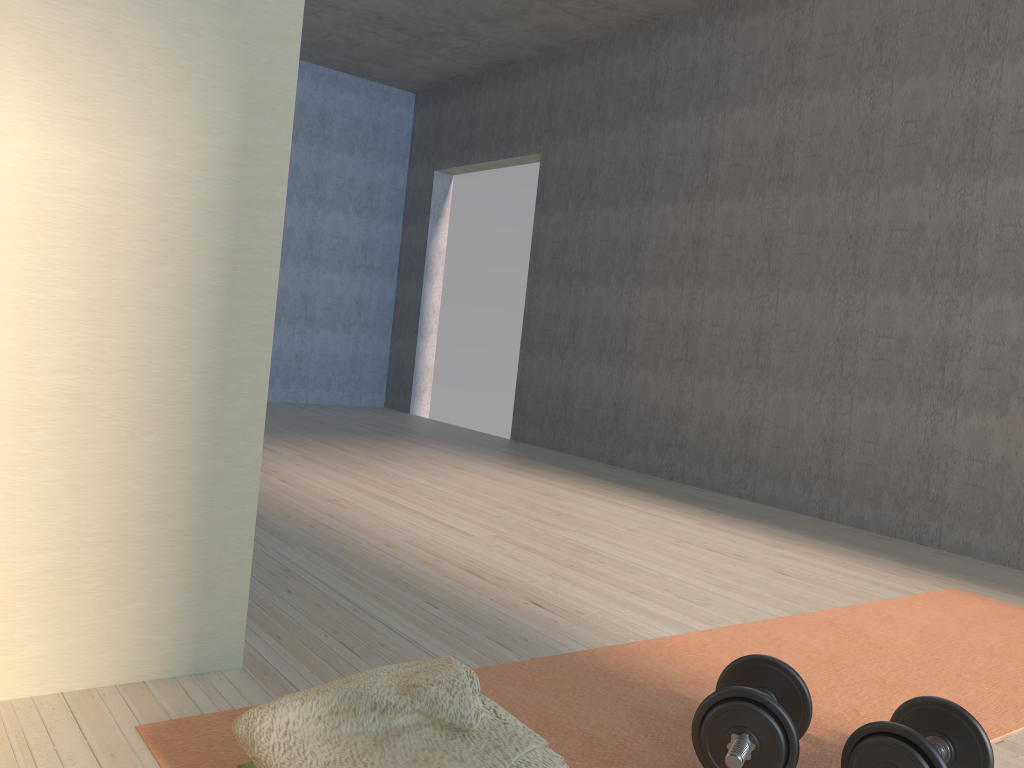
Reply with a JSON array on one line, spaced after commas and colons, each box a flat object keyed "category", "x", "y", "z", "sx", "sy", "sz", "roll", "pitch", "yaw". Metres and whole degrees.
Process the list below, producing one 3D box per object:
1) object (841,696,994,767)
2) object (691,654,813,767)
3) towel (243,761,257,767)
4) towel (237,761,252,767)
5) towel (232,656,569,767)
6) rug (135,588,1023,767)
[{"category": "object", "x": 0.676, "y": 0.631, "z": 1.477, "sx": 0.176, "sy": 0.176, "sz": 0.385, "roll": 9, "pitch": 4, "yaw": 44}, {"category": "object", "x": 0.425, "y": 0.590, "z": 1.558, "sx": 0.176, "sy": 0.176, "sz": 0.385, "roll": 7, "pitch": 3, "yaw": 24}, {"category": "towel", "x": -0.156, "y": 0.533, "z": 1.185, "sx": 0.376, "sy": 0.085, "sz": 0.371, "roll": 4, "pitch": 3, "yaw": -32}, {"category": "towel", "x": -0.147, "y": 0.593, "z": 1.235, "sx": 0.380, "sy": 0.081, "sz": 0.367, "roll": 4, "pitch": 4, "yaw": -39}, {"category": "towel", "x": -0.144, "y": 0.478, "z": 1.210, "sx": 0.373, "sy": 0.123, "sz": 0.384, "roll": 8, "pitch": 3, "yaw": 37}, {"category": "rug", "x": 0.687, "y": 0.689, "z": 2.041, "sx": 2.779, "sy": 0.002, "sz": 0.716, "roll": 4, "pitch": 4, "yaw": -37}]
